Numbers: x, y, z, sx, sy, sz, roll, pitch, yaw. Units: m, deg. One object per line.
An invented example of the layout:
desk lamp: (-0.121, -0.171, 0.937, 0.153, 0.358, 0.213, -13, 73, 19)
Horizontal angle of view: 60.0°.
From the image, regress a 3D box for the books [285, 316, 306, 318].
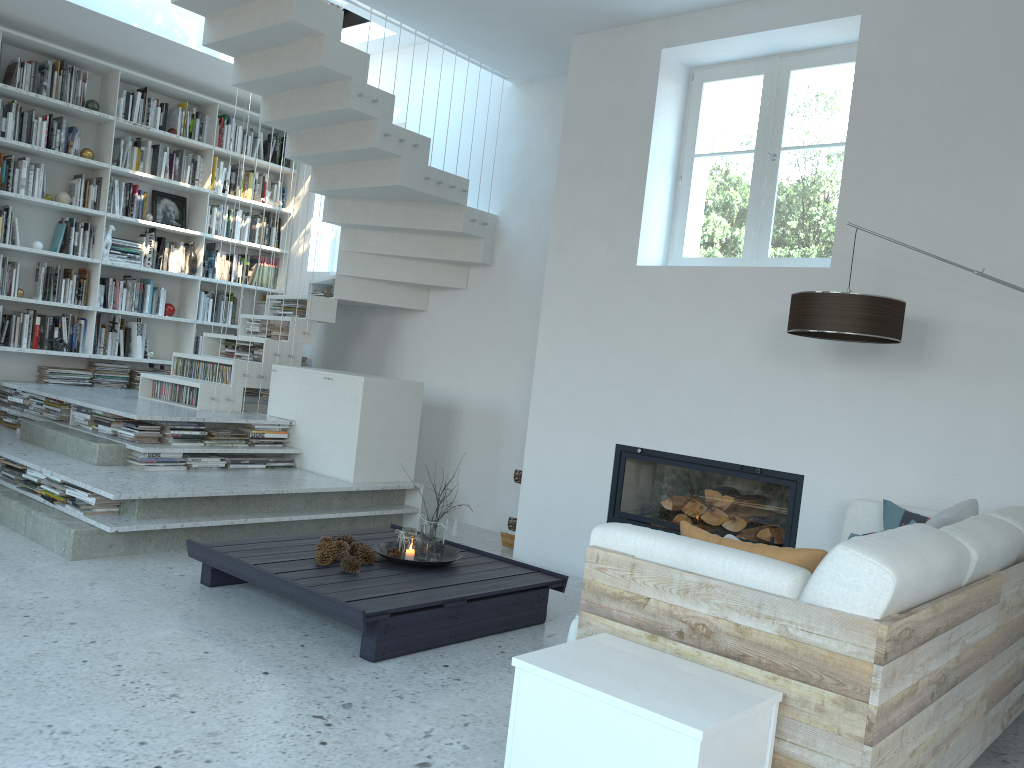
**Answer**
books: (-1.661, -0.517, 6.940, 0.136, 0.013, 0.258, 6, 1, -37)

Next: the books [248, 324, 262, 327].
books: (-1.971, -0.459, 7.071, 0.239, 0.017, 0.149, 7, 1, 39)

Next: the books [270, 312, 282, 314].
books: (-1.826, -0.565, 7.180, 0.176, 0.009, 0.274, 6, 1, -36)

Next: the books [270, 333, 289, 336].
books: (-1.691, -0.363, 6.625, 0.222, 0.011, 0.180, 6, 1, -18)

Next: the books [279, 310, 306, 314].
books: (-1.679, -0.560, 6.920, 0.191, 0.014, 0.243, 6, 1, -36)

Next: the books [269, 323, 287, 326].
books: (-1.679, -0.433, 6.612, 0.254, 0.005, 0.160, 6, 1, -17)

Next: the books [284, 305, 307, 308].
books: (-1.656, -0.600, 6.934, 0.144, 0.011, 0.256, 6, 1, -42)

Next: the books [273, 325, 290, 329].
books: (-1.685, -0.423, 6.627, 0.184, 0.016, 0.179, 6, 1, -21)

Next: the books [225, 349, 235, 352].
books: (-2.134, -0.253, 6.942, 0.165, 0.015, 0.145, 7, 1, 35)

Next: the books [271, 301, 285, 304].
books: (-1.820, -0.652, 7.176, 0.190, 0.015, 0.230, 6, 1, -35)

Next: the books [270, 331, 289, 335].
books: (-1.685, -0.375, 6.611, 0.215, 0.014, 0.138, 6, 1, -22)

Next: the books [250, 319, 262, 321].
books: (-1.968, -0.500, 7.068, 0.180, 0.014, 0.157, 7, 1, 39)

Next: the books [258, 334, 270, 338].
books: (-1.850, -0.362, 6.855, 0.184, 0.016, 0.128, 6, 1, -42)

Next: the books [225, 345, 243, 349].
books: (-2.131, -0.281, 6.941, 0.181, 0.022, 0.140, 7, 1, 34)

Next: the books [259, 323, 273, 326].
books: (-1.818, -0.452, 6.832, 0.218, 0.012, 0.156, 6, 1, -33)

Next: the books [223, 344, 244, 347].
books: (-2.134, -0.297, 6.936, 0.207, 0.009, 0.160, 7, 1, 37)

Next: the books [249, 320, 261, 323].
books: (-1.971, -0.486, 7.066, 0.180, 0.014, 0.157, 7, 1, 37)

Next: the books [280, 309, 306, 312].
books: (-1.671, -0.570, 6.925, 0.187, 0.009, 0.260, 6, 1, -39)

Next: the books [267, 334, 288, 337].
books: (-1.696, -0.355, 6.638, 0.254, 0.007, 0.188, 6, 1, -22)

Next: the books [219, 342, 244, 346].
books: (-2.144, -0.305, 6.922, 0.188, 0.006, 0.198, 7, 1, 37)

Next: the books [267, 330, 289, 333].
books: (-1.684, -0.385, 6.611, 0.295, 0.006, 0.146, 6, 1, -15)

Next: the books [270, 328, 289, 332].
books: (-1.688, -0.395, 6.626, 0.232, 0.011, 0.171, 6, 1, -13)

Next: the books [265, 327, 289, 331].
books: (-1.682, -0.403, 6.611, 0.295, 0.007, 0.146, 6, 1, -19)

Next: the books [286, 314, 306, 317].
books: (-1.659, -0.530, 6.940, 0.130, 0.014, 0.249, 6, 1, -36)

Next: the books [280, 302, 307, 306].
books: (-1.669, -0.622, 6.921, 0.191, 0.013, 0.243, 6, 1, -38)

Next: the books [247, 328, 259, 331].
books: (-1.972, -0.426, 7.075, 0.296, 0.012, 0.145, 7, 1, 40)

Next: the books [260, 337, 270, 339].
books: (-1.848, -0.351, 6.853, 0.162, 0.007, 0.132, 6, 1, -40)

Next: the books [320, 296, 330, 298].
books: (-1.567, -0.721, 7.465, 0.182, 0.011, 0.253, 6, 1, -42)

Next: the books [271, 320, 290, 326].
books: (-1.680, -0.448, 6.619, 0.234, 0.025, 0.157, 6, 1, -12)

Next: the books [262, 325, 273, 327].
books: (-1.833, -0.441, 6.846, 0.159, 0.012, 0.129, 6, 1, -35)

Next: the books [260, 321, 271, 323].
books: (-1.817, -0.466, 6.833, 0.190, 0.017, 0.166, 7, 1, 43)

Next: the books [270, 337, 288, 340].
books: (-1.697, -0.332, 6.634, 0.206, 0.012, 0.183, 6, 1, -22)

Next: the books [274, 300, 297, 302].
books: (-1.810, -0.666, 7.181, 0.165, 0.014, 0.235, 6, 1, -32)

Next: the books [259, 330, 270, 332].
books: (-1.818, -0.395, 6.828, 0.181, 0.005, 0.188, 7, 1, 41)

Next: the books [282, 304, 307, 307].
books: (-1.663, -0.611, 6.927, 0.174, 0.009, 0.239, 6, 1, -40)

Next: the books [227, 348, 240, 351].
books: (-2.128, -0.265, 6.948, 0.198, 0.010, 0.132, 7, 1, 44)

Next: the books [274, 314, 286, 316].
books: (-1.817, -0.552, 7.188, 0.149, 0.014, 0.228, 6, 1, -37)

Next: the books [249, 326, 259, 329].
books: (-1.969, -0.441, 7.076, 0.230, 0.019, 0.143, 7, 1, 40)

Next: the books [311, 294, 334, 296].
books: (-1.563, -0.742, 7.465, 0.169, 0.010, 0.282, 6, 1, -34)

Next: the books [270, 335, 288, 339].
books: (-1.694, -0.345, 6.628, 0.215, 0.013, 0.189, 6, 1, -17)

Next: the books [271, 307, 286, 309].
books: (-1.822, -0.609, 7.179, 0.171, 0.011, 0.231, 6, 1, -38)

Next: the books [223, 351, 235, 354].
books: (-2.145, -0.240, 6.932, 0.159, 0.012, 0.225, 6, 1, -42)

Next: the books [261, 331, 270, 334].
books: (-1.837, -0.389, 6.845, 0.155, 0.013, 0.139, 7, 1, 43)

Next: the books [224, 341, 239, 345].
books: (-2.130, -0.313, 6.937, 0.194, 0.012, 0.161, 7, 1, 38)

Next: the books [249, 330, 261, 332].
books: (-1.979, -0.415, 7.068, 0.179, 0.010, 0.160, 7, 1, 44)

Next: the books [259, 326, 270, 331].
books: (-1.813, -0.415, 6.824, 0.178, 0.036, 0.221, 6, 1, -45)

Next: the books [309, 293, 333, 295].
books: (-1.566, -0.750, 7.462, 0.184, 0.006, 0.262, 6, 1, -43)

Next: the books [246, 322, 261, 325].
books: (-1.979, -0.474, 7.058, 0.203, 0.011, 0.173, 7, 1, 36)

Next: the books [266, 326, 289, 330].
books: (-1.681, -0.411, 6.610, 0.295, 0.007, 0.146, 6, 1, -15)

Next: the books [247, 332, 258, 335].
books: (-1.974, -0.391, 7.078, 0.288, 0.017, 0.136, 7, 1, 39)

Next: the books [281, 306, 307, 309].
books: (-1.668, -0.592, 6.925, 0.177, 0.007, 0.254, 6, 1, -41)

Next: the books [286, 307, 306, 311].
books: (-1.661, -0.581, 6.932, 0.154, 0.014, 0.196, 6, 1, -36)

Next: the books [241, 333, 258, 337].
books: (-1.992, -0.376, 7.059, 0.287, 0.018, 0.190, 7, 1, 40)

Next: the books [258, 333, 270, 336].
books: (-1.827, -0.374, 6.834, 0.200, 0.014, 0.177, 6, 1, -45)

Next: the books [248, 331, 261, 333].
books: (-1.975, -0.405, 7.075, 0.254, 0.010, 0.138, 7, 1, 38)

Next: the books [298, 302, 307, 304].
books: (-1.646, -0.630, 6.939, 0.134, 0.007, 0.297, 6, 1, -40)

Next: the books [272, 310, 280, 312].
books: (-1.824, -0.578, 7.181, 0.166, 0.018, 0.264, 6, 1, -30)

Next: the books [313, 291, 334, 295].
books: (-1.554, -0.761, 7.470, 0.150, 0.017, 0.288, 6, 1, -34)

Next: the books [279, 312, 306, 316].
books: (-1.680, -0.546, 6.921, 0.182, 0.013, 0.287, 6, 1, -35)

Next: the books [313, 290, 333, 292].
books: (-1.549, -0.773, 7.473, 0.160, 0.008, 0.239, 6, 1, -40)
